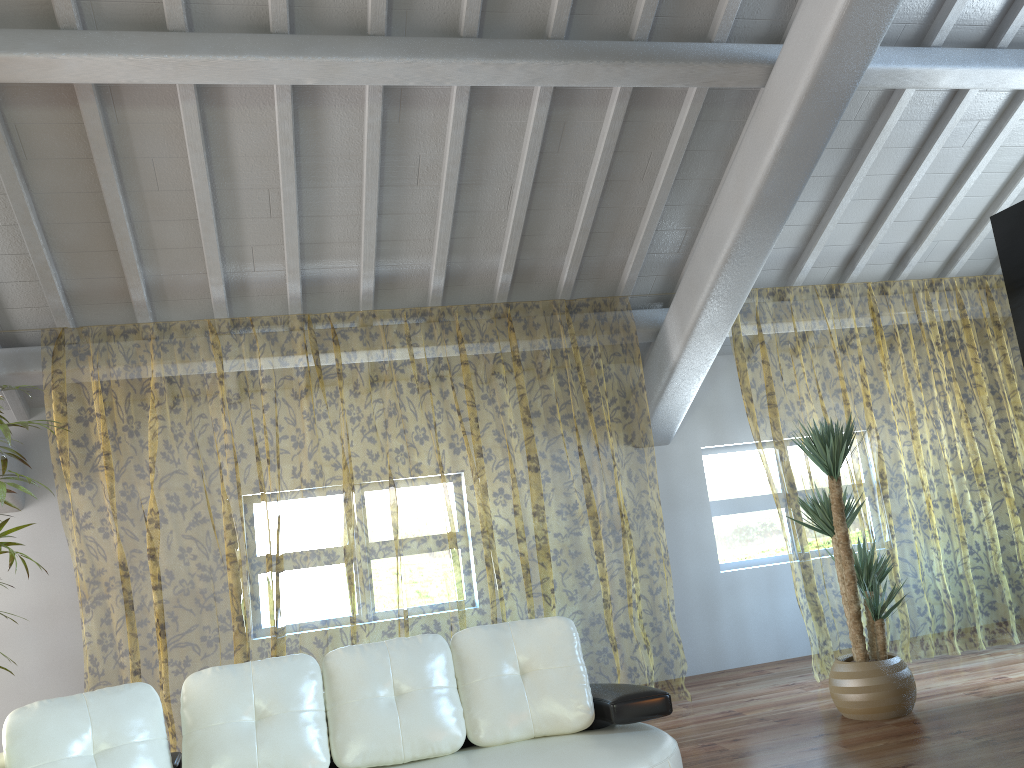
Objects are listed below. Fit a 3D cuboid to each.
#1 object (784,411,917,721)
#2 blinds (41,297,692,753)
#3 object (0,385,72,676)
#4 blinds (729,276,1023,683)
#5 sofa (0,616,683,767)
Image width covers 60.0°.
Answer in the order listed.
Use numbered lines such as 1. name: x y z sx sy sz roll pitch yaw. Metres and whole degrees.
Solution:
1. object: 1.787 0.948 4.730 0.564 1.586 0.588 -10 -10 19
2. blinds: -0.753 0.812 5.119 3.505 2.546 0.306 -5 -10 -14
3. object: -2.430 0.778 3.485 1.399 2.473 1.177 -9 -10 10
4. blinds: 2.885 0.520 6.061 2.780 2.546 0.306 -5 -10 -14
5. sofa: -0.867 1.317 2.735 3.047 0.805 1.359 0 -12 -35
